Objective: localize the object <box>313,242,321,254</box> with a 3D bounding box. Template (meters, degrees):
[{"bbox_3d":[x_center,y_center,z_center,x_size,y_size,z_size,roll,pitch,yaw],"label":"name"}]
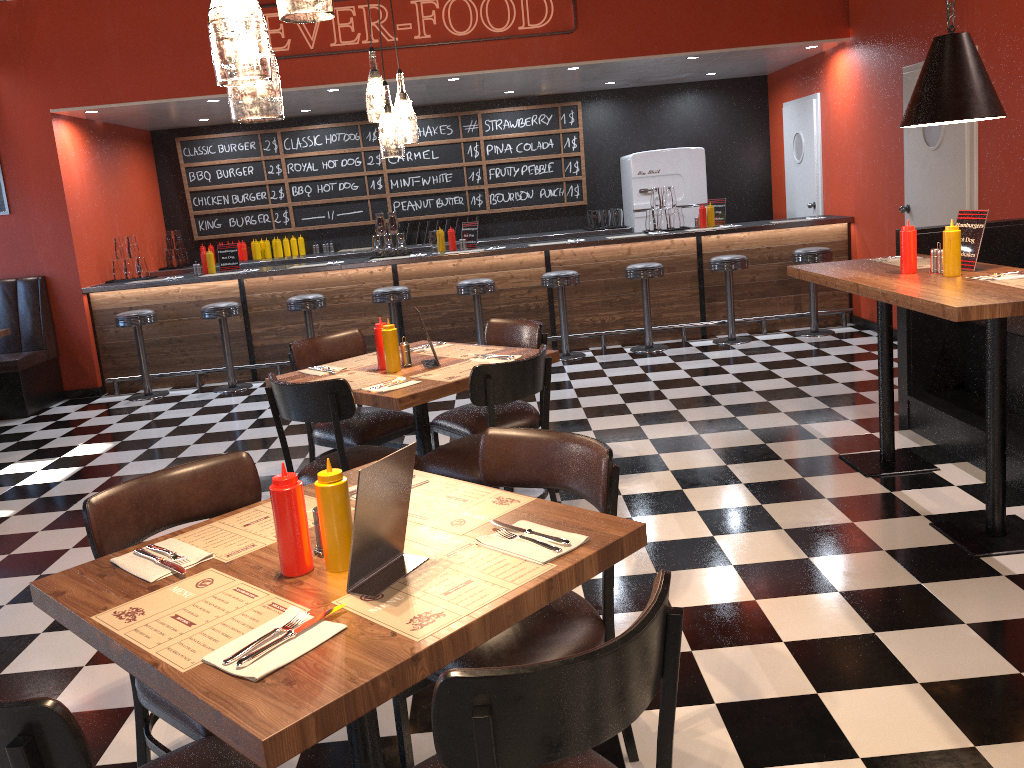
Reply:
[{"bbox_3d":[-2.257,-1.565,10.206,0.094,0.135,0.047,2,12,34],"label":"object"}]

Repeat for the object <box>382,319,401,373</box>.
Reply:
[{"bbox_3d":[-0.537,-0.173,3.932,0.068,0.236,0.068,-3,10,14],"label":"object"}]

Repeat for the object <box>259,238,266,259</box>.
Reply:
[{"bbox_3d":[-2.871,-1.560,10.201,0.068,0.236,0.068,-5,10,1],"label":"object"}]

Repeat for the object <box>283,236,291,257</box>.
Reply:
[{"bbox_3d":[-2.592,-1.583,10.187,0.068,0.236,0.068,-6,10,-3],"label":"object"}]

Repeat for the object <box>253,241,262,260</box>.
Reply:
[{"bbox_3d":[-2.906,-1.537,10.107,0.068,0.236,0.068,-10,11,-24],"label":"object"}]

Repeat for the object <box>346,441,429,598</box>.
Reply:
[{"bbox_3d":[-0.259,0.264,1.777,0.072,0.255,0.190,0,12,29],"label":"object"}]

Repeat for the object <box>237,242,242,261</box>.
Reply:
[{"bbox_3d":[-3.136,-1.541,10.222,0.068,0.236,0.068,-5,10,1],"label":"object"}]

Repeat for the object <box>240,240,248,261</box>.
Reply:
[{"bbox_3d":[-3.073,-1.532,10.155,0.068,0.236,0.068,-5,10,1],"label":"object"}]

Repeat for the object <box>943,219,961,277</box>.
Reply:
[{"bbox_3d":[1.833,-0.568,3.691,0.068,0.236,0.068,-10,11,-25],"label":"object"}]

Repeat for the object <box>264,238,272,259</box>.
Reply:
[{"bbox_3d":[-2.804,-1.559,10.167,0.068,0.236,0.068,-6,10,-2],"label":"object"}]

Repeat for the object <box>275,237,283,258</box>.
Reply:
[{"bbox_3d":[-2.671,-1.568,10.152,0.068,0.236,0.068,-10,11,-24],"label":"object"}]

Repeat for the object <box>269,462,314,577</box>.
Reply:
[{"bbox_3d":[-0.461,0.277,1.844,0.068,0.236,0.068,-4,10,5],"label":"object"}]

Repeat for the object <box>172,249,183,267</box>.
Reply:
[{"bbox_3d":[-3.743,-1.401,9.898,0.105,0.207,0.106,-8,11,-15],"label":"object"}]

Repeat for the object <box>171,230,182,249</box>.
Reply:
[{"bbox_3d":[-3.762,-1.616,9.919,0.105,0.207,0.106,-8,11,-15],"label":"object"}]

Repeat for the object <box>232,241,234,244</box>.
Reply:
[{"bbox_3d":[-3.183,-1.518,10.136,0.068,0.236,0.068,-5,10,1],"label":"object"}]

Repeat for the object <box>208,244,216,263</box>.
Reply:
[{"bbox_3d":[-3.444,-1.499,10.159,0.068,0.236,0.068,-2,10,16],"label":"object"}]

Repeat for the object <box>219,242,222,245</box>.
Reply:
[{"bbox_3d":[-3.349,-1.517,10.201,0.068,0.236,0.068,-5,10,1],"label":"object"}]

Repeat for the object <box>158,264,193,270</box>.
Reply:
[{"bbox_3d":[-3.786,-1.322,10.008,0.273,0.018,0.440,-5,12,-1],"label":"object"}]

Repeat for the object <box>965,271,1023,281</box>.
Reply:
[{"bbox_3d":[1.944,-0.432,3.536,0.255,0.019,0.159,-6,12,-4],"label":"object"}]

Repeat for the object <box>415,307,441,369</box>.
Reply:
[{"bbox_3d":[-0.383,-0.216,4.023,0.072,0.255,0.189,-7,11,-10],"label":"object"}]

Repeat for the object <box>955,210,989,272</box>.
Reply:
[{"bbox_3d":[1.971,-0.623,3.841,0.072,0.255,0.189,-7,11,-9],"label":"object"}]

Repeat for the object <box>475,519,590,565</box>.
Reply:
[{"bbox_3d":[0.027,0.329,1.915,0.255,0.019,0.158,7,17,45],"label":"object"}]

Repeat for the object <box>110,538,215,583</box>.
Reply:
[{"bbox_3d":[-0.771,0.389,1.976,0.255,0.019,0.158,6,17,43],"label":"object"}]

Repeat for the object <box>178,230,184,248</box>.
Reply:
[{"bbox_3d":[-3.775,-1.640,10.033,0.105,0.207,0.106,-8,11,-15],"label":"object"}]

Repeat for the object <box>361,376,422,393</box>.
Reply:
[{"bbox_3d":[-0.482,-0.004,3.651,0.158,0.019,0.256,7,17,44],"label":"object"}]

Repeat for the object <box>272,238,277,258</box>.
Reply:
[{"bbox_3d":[-2.726,-1.576,10.213,0.068,0.236,0.068,-10,11,-24],"label":"object"}]

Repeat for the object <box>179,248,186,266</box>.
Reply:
[{"bbox_3d":[-3.747,-1.426,10.015,0.105,0.207,0.106,-8,11,-15],"label":"object"}]

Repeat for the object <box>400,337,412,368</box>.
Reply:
[{"bbox_3d":[-0.487,-0.149,4.046,0.047,0.135,0.094,-7,11,-10],"label":"object"}]

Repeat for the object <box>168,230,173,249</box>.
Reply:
[{"bbox_3d":[-3.866,-1.630,10.028,0.105,0.207,0.106,-8,11,-15],"label":"object"}]

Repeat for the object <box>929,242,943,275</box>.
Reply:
[{"bbox_3d":[1.839,-0.542,3.815,0.047,0.135,0.094,-7,11,-9],"label":"object"}]

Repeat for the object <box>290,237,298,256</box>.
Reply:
[{"bbox_3d":[-2.507,-1.593,10.197,0.068,0.236,0.068,-5,10,1],"label":"object"}]

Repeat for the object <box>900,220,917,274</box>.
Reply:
[{"bbox_3d":[1.742,-0.604,3.893,0.068,0.236,0.068,-10,11,-25],"label":"object"}]

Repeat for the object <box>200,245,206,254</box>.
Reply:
[{"bbox_3d":[-3.535,-1.489,10.152,0.068,0.236,0.068,-10,11,-23],"label":"object"}]

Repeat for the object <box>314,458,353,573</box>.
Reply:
[{"bbox_3d":[-0.368,0.269,1.844,0.068,0.236,0.068,-4,10,5],"label":"object"}]

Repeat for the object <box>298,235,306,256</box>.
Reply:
[{"bbox_3d":[-2.422,-1.601,10.199,0.068,0.236,0.068,-5,10,1],"label":"object"}]

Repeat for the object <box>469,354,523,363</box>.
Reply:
[{"bbox_3d":[-0.091,-0.121,4.021,0.255,0.019,0.158,4,16,38],"label":"object"}]

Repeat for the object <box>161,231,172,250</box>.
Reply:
[{"bbox_3d":[-3.874,-1.604,9.912,0.105,0.207,0.106,-8,11,-15],"label":"object"}]

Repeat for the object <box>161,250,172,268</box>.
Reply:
[{"bbox_3d":[-3.859,-1.387,9.885,0.105,0.207,0.106,-8,11,-15],"label":"object"}]

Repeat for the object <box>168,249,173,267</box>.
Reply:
[{"bbox_3d":[-3.855,-1.414,10.006,0.105,0.207,0.106,-8,11,-15],"label":"object"}]

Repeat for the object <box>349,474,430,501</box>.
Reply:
[{"bbox_3d":[-0.359,0.272,2.338,0.256,0.019,0.158,-17,17,-42],"label":"object"}]

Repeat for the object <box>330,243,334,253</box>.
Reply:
[{"bbox_3d":[-2.069,-1.576,10.175,0.047,0.135,0.094,-6,11,-5],"label":"object"}]

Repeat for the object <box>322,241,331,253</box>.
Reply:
[{"bbox_3d":[-2.145,-1.577,10.215,0.047,0.135,0.094,4,14,43],"label":"object"}]

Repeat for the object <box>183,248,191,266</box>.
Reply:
[{"bbox_3d":[-3.738,-1.451,10.128,0.105,0.207,0.106,-8,11,-15],"label":"object"}]

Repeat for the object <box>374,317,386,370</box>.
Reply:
[{"bbox_3d":[-0.585,-0.186,4.013,0.068,0.236,0.068,4,13,41],"label":"object"}]

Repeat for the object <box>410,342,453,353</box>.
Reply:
[{"bbox_3d":[-0.432,-0.186,4.461,0.256,0.019,0.158,-16,17,-42],"label":"object"}]

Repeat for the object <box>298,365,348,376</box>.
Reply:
[{"bbox_3d":[-0.864,-0.067,4.098,0.158,0.019,0.255,-16,16,-40],"label":"object"}]

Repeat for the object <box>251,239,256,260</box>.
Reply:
[{"bbox_3d":[-2.958,-1.549,10.184,0.068,0.236,0.068,-10,11,-23],"label":"object"}]

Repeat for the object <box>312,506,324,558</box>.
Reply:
[{"bbox_3d":[-0.395,0.301,1.950,0.094,0.135,0.047,-14,14,-40],"label":"object"}]

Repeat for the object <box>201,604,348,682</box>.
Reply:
[{"bbox_3d":[-0.404,0.444,1.573,0.157,0.019,0.257,4,15,36],"label":"object"}]

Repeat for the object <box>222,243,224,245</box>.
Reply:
[{"bbox_3d":[-3.295,-1.503,10.118,0.068,0.236,0.068,-10,11,-23],"label":"object"}]
